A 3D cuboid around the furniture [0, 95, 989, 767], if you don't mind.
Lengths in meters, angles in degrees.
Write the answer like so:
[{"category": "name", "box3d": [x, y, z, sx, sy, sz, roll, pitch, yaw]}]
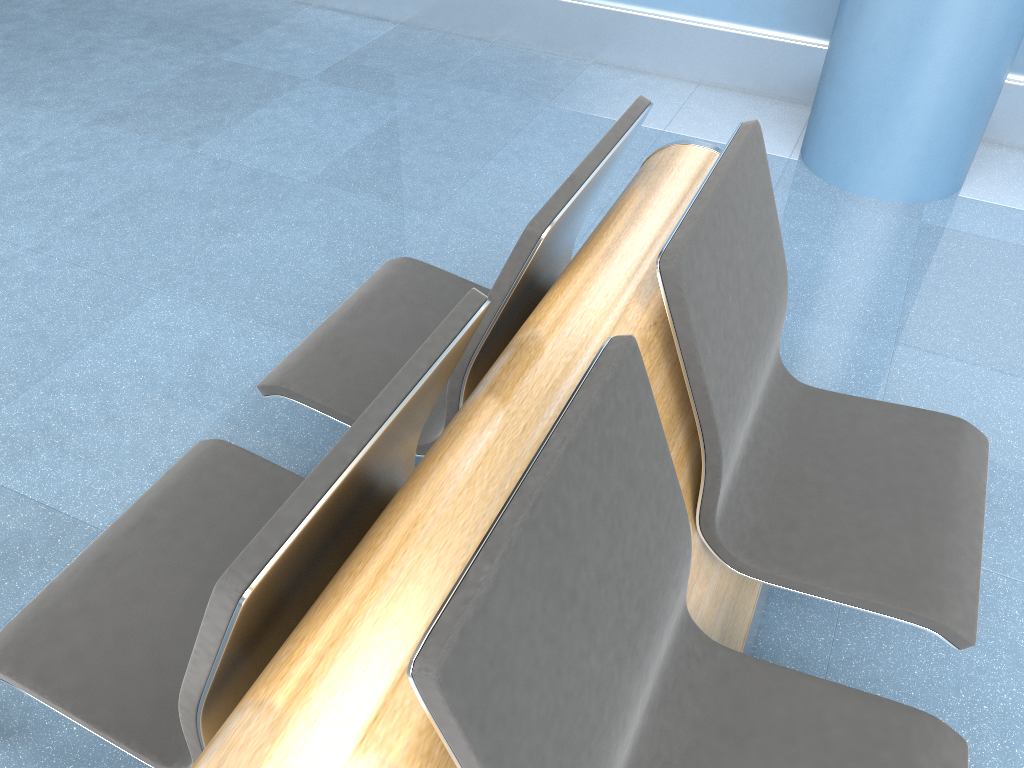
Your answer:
[{"category": "furniture", "box3d": [-0.134, 0.480, 1.071, 1.301, 0.896, 2.281, 18, 43, 17]}]
